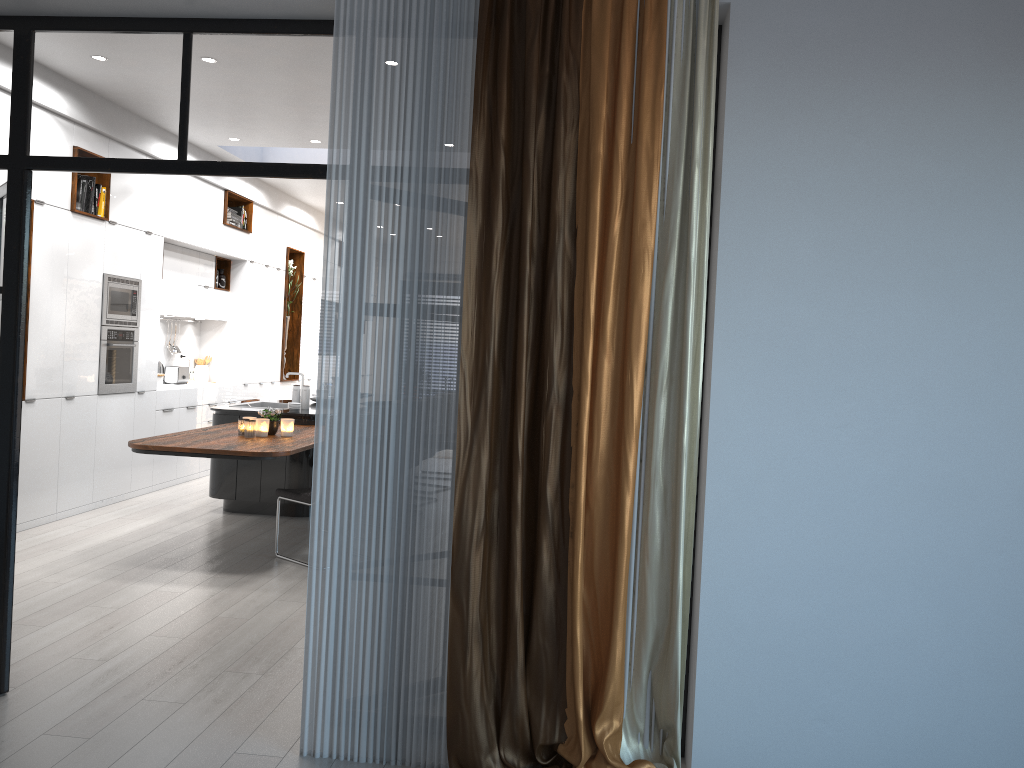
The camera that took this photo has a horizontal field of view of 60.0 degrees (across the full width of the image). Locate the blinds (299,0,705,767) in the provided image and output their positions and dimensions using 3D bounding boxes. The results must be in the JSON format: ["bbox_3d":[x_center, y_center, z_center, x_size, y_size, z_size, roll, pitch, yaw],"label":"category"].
[{"bbox_3d":[-0.038,-0.163,3.080,1.301,3.068,0.052,3,0,6],"label":"blinds"}]

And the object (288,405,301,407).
[{"bbox_3d":[-1.865,0.194,7.598,0.111,0.023,0.111,3,2,18],"label":"object"}]

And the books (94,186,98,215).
[{"bbox_3d":[-3.456,-1.480,7.197,0.190,0.253,0.026,3,0,6],"label":"books"}]

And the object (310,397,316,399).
[{"bbox_3d":[-1.882,0.155,8.812,0.264,0.033,0.264,5,3,42],"label":"object"}]

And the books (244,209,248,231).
[{"bbox_3d":[-3.151,-1.884,10.227,0.210,0.267,0.026,3,0,6],"label":"books"}]

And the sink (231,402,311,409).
[{"bbox_3d":[-2.180,0.267,8.029,0.485,0.152,0.738,3,2,6],"label":"sink"}]

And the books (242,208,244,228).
[{"bbox_3d":[-3.173,-1.883,10.120,0.217,0.271,0.030,3,0,6],"label":"books"}]

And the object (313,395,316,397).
[{"bbox_3d":[-1.881,0.130,8.812,0.229,0.016,0.229,3,2,2],"label":"object"}]

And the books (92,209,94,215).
[{"bbox_3d":[-3.467,-1.495,7.119,0.231,0.296,0.030,3,0,6],"label":"books"}]

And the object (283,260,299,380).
[{"bbox_3d":[-3.011,-0.863,11.794,0.322,1.614,0.323,3,1,31],"label":"object"}]

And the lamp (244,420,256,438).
[{"bbox_3d":[-1.813,0.311,6.132,0.078,0.120,0.078,3,1,-12],"label":"lamp"}]

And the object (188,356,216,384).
[{"bbox_3d":[-3.553,-0.169,10.137,0.221,0.316,0.330,3,1,6],"label":"object"}]

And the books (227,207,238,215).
[{"bbox_3d":[-3.216,-1.916,9.835,0.250,0.047,0.307,3,2,1],"label":"books"}]

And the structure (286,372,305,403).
[{"bbox_3d":[-1.963,0.052,7.980,0.177,0.310,0.089,3,1,6],"label":"structure"}]

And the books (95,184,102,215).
[{"bbox_3d":[-3.464,-1.508,7.225,0.238,0.288,0.030,3,0,6],"label":"books"}]

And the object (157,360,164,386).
[{"bbox_3d":[-3.625,-0.111,9.019,0.220,0.270,0.179,2,1,-42],"label":"object"}]

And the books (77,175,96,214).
[{"bbox_3d":[-3.463,-1.517,7.080,0.268,0.321,0.047,3,0,6],"label":"books"}]

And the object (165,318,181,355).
[{"bbox_3d":[-3.658,-0.511,9.570,0.069,0.389,0.320,3,1,7],"label":"object"}]

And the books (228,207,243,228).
[{"bbox_3d":[-3.159,-1.874,10.065,0.197,0.268,0.026,3,0,6],"label":"books"}]

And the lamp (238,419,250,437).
[{"bbox_3d":[-1.879,0.306,6.205,0.078,0.120,0.078,3,1,-12],"label":"lamp"}]

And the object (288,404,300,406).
[{"bbox_3d":[-1.864,0.188,7.597,0.111,0.023,0.111,3,2,18],"label":"object"}]

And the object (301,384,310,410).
[{"bbox_3d":[-1.802,0.114,7.746,0.071,0.219,0.071,3,1,31],"label":"object"}]

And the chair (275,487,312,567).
[{"bbox_3d":[-1.268,0.684,6.065,0.537,1.018,0.470,3,1,41],"label":"chair"}]

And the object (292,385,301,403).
[{"bbox_3d":[-1.885,0.110,7.745,0.071,0.219,0.071,3,1,-30],"label":"object"}]

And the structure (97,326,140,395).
[{"bbox_3d":[-3.572,-0.214,7.630,0.495,0.570,0.595,3,1,6],"label":"structure"}]

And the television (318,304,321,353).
[{"bbox_3d":[-2.864,-0.854,13.614,0.050,0.805,1.188,3,1,5],"label":"television"}]

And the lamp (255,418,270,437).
[{"bbox_3d":[-1.755,0.308,6.227,0.095,0.124,0.095,3,1,-2],"label":"lamp"}]

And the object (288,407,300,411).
[{"bbox_3d":[-1.866,0.214,7.598,0.111,0.023,0.111,3,2,18],"label":"object"}]

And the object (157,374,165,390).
[{"bbox_3d":[-3.531,-0.028,8.472,0.380,0.148,0.263,3,2,6],"label":"object"}]

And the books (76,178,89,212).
[{"bbox_3d":[-3.479,-1.493,7.004,0.236,0.278,0.106,3,1,6],"label":"books"}]

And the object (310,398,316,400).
[{"bbox_3d":[-1.882,0.161,8.812,0.264,0.033,0.264,5,3,42],"label":"object"}]

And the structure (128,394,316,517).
[{"bbox_3d":[-1.817,0.651,8.214,1.378,0.887,5.642,3,2,5],"label":"structure"}]

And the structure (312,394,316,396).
[{"bbox_3d":[-1.954,0.117,10.314,0.502,0.026,0.812,3,2,6],"label":"structure"}]

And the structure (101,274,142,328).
[{"bbox_3d":[-3.565,-0.714,7.628,0.459,0.430,0.595,3,1,6],"label":"structure"}]

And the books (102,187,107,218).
[{"bbox_3d":[-3.438,-1.492,7.283,0.212,0.263,0.024,3,0,6],"label":"books"}]

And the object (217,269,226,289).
[{"bbox_3d":[-3.360,-1.207,10.200,0.123,0.231,0.123,3,1,7],"label":"object"}]

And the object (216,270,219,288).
[{"bbox_3d":[-3.378,-1.223,10.006,0.124,0.275,0.124,3,1,-6],"label":"object"}]

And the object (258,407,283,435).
[{"bbox_3d":[-1.732,0.263,6.363,0.151,0.206,0.157,3,1,23],"label":"object"}]

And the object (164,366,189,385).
[{"bbox_3d":[-3.619,-0.094,9.592,0.177,0.195,0.260,3,1,6],"label":"object"}]

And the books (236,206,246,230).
[{"bbox_3d":[-3.163,-1.886,10.149,0.253,0.312,0.030,3,0,6],"label":"books"}]

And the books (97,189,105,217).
[{"bbox_3d":[-3.427,-1.481,7.253,0.184,0.244,0.033,3,0,6],"label":"books"}]

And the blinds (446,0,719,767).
[{"bbox_3d":[0.237,-0.152,2.951,0.811,3.044,0.255,3,0,6],"label":"blinds"}]

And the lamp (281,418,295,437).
[{"bbox_3d":[-1.604,0.312,6.328,0.096,0.124,0.095,4,1,38],"label":"lamp"}]

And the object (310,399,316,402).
[{"bbox_3d":[-1.882,0.167,8.812,0.264,0.033,0.264,5,3,42],"label":"object"}]

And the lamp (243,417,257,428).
[{"bbox_3d":[-1.870,0.299,6.310,0.095,0.124,0.095,3,1,23],"label":"lamp"}]

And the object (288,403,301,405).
[{"bbox_3d":[-1.864,0.181,7.597,0.111,0.023,0.111,3,2,18],"label":"object"}]

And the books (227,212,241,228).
[{"bbox_3d":[-3.197,-1.824,9.855,0.279,0.137,0.345,3,2,1],"label":"books"}]
